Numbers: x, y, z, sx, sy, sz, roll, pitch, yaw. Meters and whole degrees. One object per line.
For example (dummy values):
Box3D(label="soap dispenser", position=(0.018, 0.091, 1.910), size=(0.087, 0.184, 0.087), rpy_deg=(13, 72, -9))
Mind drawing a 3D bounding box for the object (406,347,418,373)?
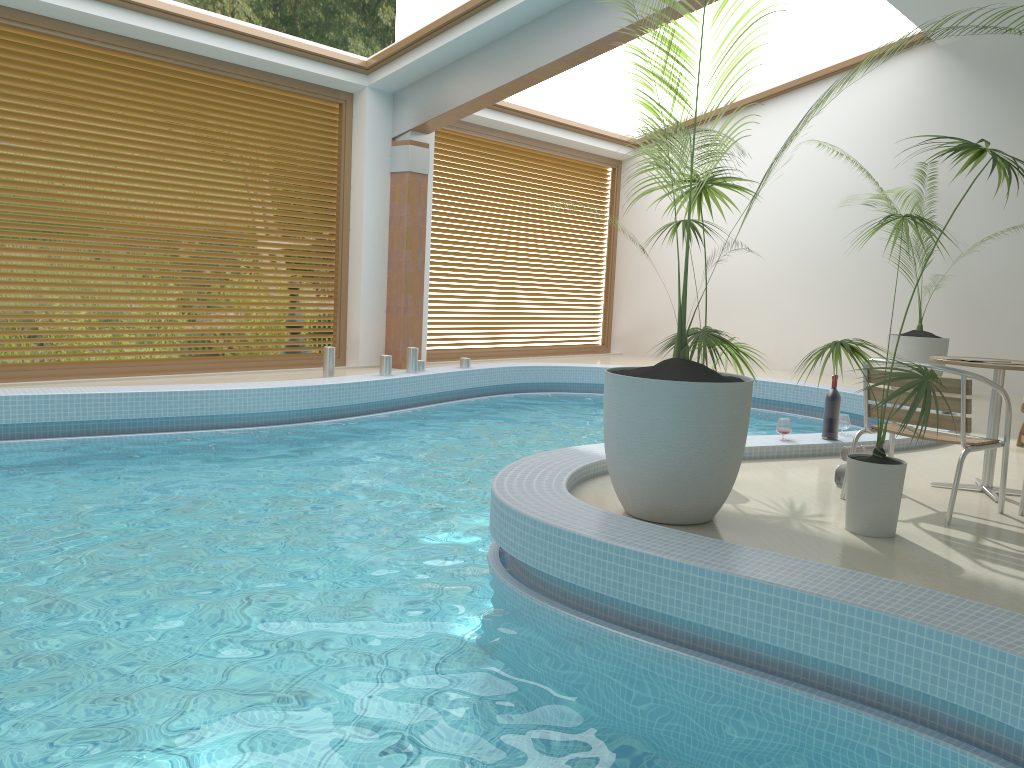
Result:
Box3D(label="object", position=(-1.003, -0.239, 8.918), size=(0.115, 0.254, 0.115), rpy_deg=(2, 6, -10))

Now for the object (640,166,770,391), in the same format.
Box3D(label="object", position=(1.020, -0.335, 4.892), size=(0.791, 1.695, 1.059), rpy_deg=(6, 7, 27))

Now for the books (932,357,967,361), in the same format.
Box3D(label="books", position=(2.449, -0.138, 4.877), size=(0.241, 0.004, 0.166), rpy_deg=(2, 6, -9))

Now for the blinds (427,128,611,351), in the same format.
Box3D(label="blinds", position=(0.048, -1.870, 12.499), size=(0.095, 2.921, 4.414), rpy_deg=(8, 8, 40))

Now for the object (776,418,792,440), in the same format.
Box3D(label="object", position=(1.800, 0.297, 5.869), size=(0.102, 0.137, 0.102), rpy_deg=(-3, 8, -41))

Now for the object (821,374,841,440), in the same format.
Box3D(label="object", position=(2.148, 0.154, 5.946), size=(0.109, 0.435, 0.109), rpy_deg=(1, 7, -15))

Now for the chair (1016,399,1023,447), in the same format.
Box3D(label="chair", position=(4.563, 0.139, 5.924), size=(1.903, 0.866, 0.861), rpy_deg=(5, 7, 18))

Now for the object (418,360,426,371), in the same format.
Box3D(label="object", position=(-0.953, -0.190, 9.158), size=(0.115, 0.107, 0.115), rpy_deg=(3, 6, -1))

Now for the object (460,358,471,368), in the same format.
Box3D(label="object", position=(-0.513, -0.230, 9.712), size=(0.115, 0.107, 0.115), rpy_deg=(3, 6, -1))

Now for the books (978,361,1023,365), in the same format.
Box3D(label="books", position=(2.618, -0.114, 4.735), size=(0.241, 0.004, 0.166), rpy_deg=(2, 6, -9))

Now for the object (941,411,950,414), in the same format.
Box3D(label="object", position=(3.781, 0.221, 7.721), size=(0.140, 0.069, 0.140), rpy_deg=(4, 6, 9))

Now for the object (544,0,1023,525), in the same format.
Box3D(label="object", position=(0.888, -0.891, 4.057), size=(2.729, 2.960, 2.979), rpy_deg=(-1, 8, -33))

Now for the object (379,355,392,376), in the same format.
Box3D(label="object", position=(-1.216, -0.178, 8.545), size=(0.115, 0.194, 0.115), rpy_deg=(2, 6, -10))

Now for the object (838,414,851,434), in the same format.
Box3D(label="object", position=(2.326, 0.282, 6.236), size=(0.102, 0.137, 0.102), rpy_deg=(-3, 8, -41))

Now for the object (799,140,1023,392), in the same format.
Box3D(label="object", position=(4.820, -1.365, 10.014), size=(2.979, 2.960, 2.729), rpy_deg=(3, 6, 4))

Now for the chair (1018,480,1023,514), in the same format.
Box3D(label="chair", position=(2.857, 0.316, 4.167), size=(0.618, 0.727, 0.563), rpy_deg=(2, 6, -8))

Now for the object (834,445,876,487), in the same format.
Box3D(label="object", position=(1.912, 0.448, 4.897), size=(0.272, 0.223, 0.081), rpy_deg=(-1, 7, -30))

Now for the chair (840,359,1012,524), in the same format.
Box3D(label="chair", position=(2.090, 0.246, 4.460), size=(0.563, 0.727, 0.618), rpy_deg=(-2, 8, -37))

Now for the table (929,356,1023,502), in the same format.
Box3D(label="table", position=(2.636, 0.238, 4.859), size=(0.700, 0.720, 0.700), rpy_deg=(-1, 7, -31))

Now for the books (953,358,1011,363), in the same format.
Box3D(label="books", position=(2.538, -0.130, 4.802), size=(0.241, 0.004, 0.166), rpy_deg=(2, 6, -9))

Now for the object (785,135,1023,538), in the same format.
Box3D(label="object", position=(1.710, -0.180, 3.805), size=(0.791, 1.695, 1.059), rpy_deg=(1, 7, -14))

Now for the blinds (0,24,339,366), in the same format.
Box3D(label="blinds", position=(-3.299, -1.590, 8.543), size=(0.095, 2.921, 4.200), rpy_deg=(8, 8, 40))

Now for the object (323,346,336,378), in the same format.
Box3D(label="object", position=(-1.788, -0.203, 8.671), size=(0.115, 0.320, 0.115), rpy_deg=(3, 6, -1))
